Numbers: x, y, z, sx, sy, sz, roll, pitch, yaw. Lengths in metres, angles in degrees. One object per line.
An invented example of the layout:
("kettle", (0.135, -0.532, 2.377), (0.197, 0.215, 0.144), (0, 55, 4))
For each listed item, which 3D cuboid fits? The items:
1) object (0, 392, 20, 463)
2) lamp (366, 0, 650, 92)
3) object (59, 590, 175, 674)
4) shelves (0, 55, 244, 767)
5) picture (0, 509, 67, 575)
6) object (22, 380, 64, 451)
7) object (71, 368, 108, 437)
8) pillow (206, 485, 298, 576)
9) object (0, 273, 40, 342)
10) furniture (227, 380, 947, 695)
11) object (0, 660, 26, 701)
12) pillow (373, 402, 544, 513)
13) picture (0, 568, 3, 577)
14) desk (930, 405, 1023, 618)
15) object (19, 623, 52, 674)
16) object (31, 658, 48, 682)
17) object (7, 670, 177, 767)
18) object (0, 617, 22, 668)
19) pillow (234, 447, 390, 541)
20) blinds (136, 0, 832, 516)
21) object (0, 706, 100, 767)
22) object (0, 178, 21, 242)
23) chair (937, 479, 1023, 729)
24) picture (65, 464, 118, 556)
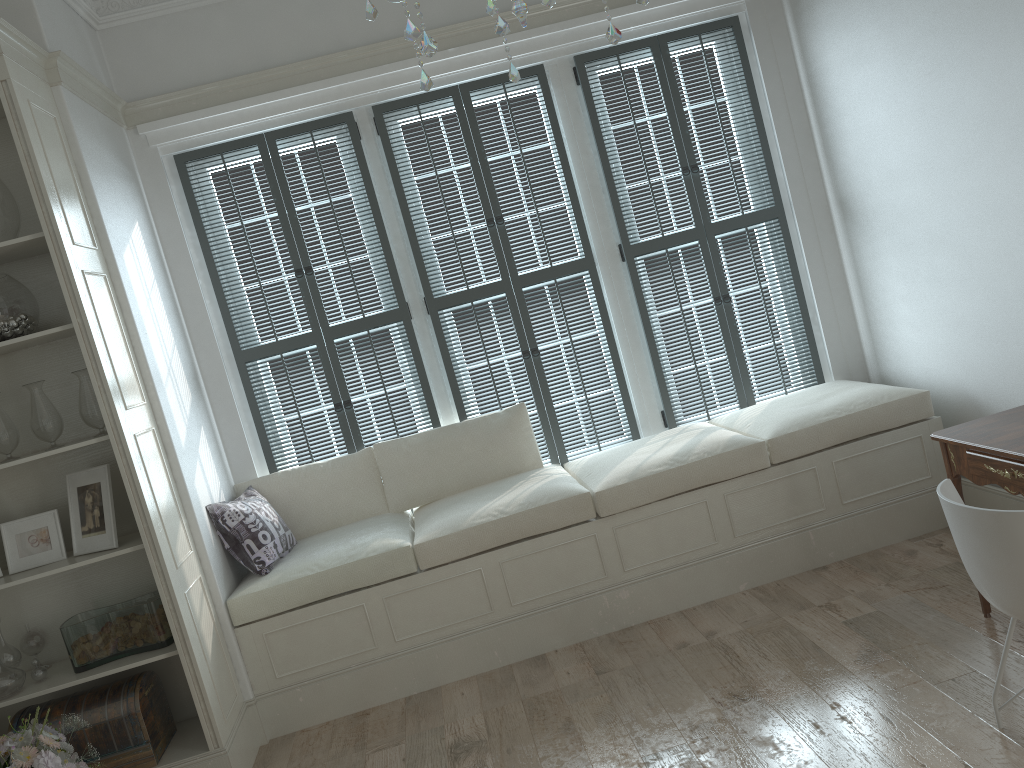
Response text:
("object", (-1.882, 0.161, 3.258), (0.110, 0.251, 0.110), (-19, 7, -33))
("lamp", (-0.302, -1.773, 1.347), (0.648, 2.542, 0.577), (-19, 7, -35))
("object", (-1.468, 0.926, 3.340), (0.387, 0.180, 0.171), (-16, 6, -5))
("shelves", (-1.850, 0.231, 3.233), (0.972, 2.523, 0.399), (-16, 6, -5))
("picture", (-1.788, 0.586, 3.334), (0.206, 0.192, 0.124), (-16, 6, -10))
("object", (-1.727, 0.117, 3.273), (0.110, 0.251, 0.110), (-19, 7, -33))
("object", (-1.555, 0.068, 3.290), (0.110, 0.251, 0.110), (-19, 7, -33))
("pillow", (-1.135, 0.651, 3.965), (0.229, 0.398, 0.550), (-15, 6, 7))
("object", (-1.896, -0.255, 3.213), (0.329, 0.249, 0.329), (-19, 6, -31))
("furniture", (0.349, 0.602, 4.133), (3.150, 0.459, 0.837), (-16, 6, -5))
("object", (-1.857, 1.035, 3.212), (0.148, 0.200, 0.148), (-20, 7, -38))
("pillow", (-0.261, 0.365, 4.351), (0.787, 0.360, 0.193), (-16, 6, -5))
("picture", (-2.041, 0.602, 3.241), (0.231, 0.300, 0.127), (-19, 7, -35))
("desk", (1.852, 0.467, 2.387), (0.555, 0.668, 1.443), (-16, 6, -5))
("object", (-1.849, 1.017, 3.428), (0.094, 0.188, 0.094), (-11, 7, 36))
("object", (-1.754, 1.057, 3.280), (0.056, 0.090, 0.056), (-13, 6, 25))
("object", (-1.561, 1.288, 3.300), (0.475, 0.297, 0.290), (-16, 6, -5))
("object", (-1.924, 1.000, 3.363), (0.088, 0.271, 0.088), (-15, 6, 0))
("pillow", (-0.962, 0.566, 4.286), (0.695, 0.360, 0.187), (-16, 6, -5))
("blinds", (0.011, -0.549, 4.444), (3.076, 2.238, 0.141), (-16, 6, -5))
("object", (-1.561, 1.372, 2.765), (0.570, 0.643, 0.544), (-17, 6, -14))
("object", (-1.887, -0.653, 3.184), (0.193, 0.362, 0.193), (-18, 6, -22))
("chair", (1.436, 0.570, 2.251), (0.514, 0.715, 0.478), (-16, 6, -6))
("picture", (-1.548, 0.463, 3.290), (0.202, 0.300, 0.124), (-13, 6, 19))
